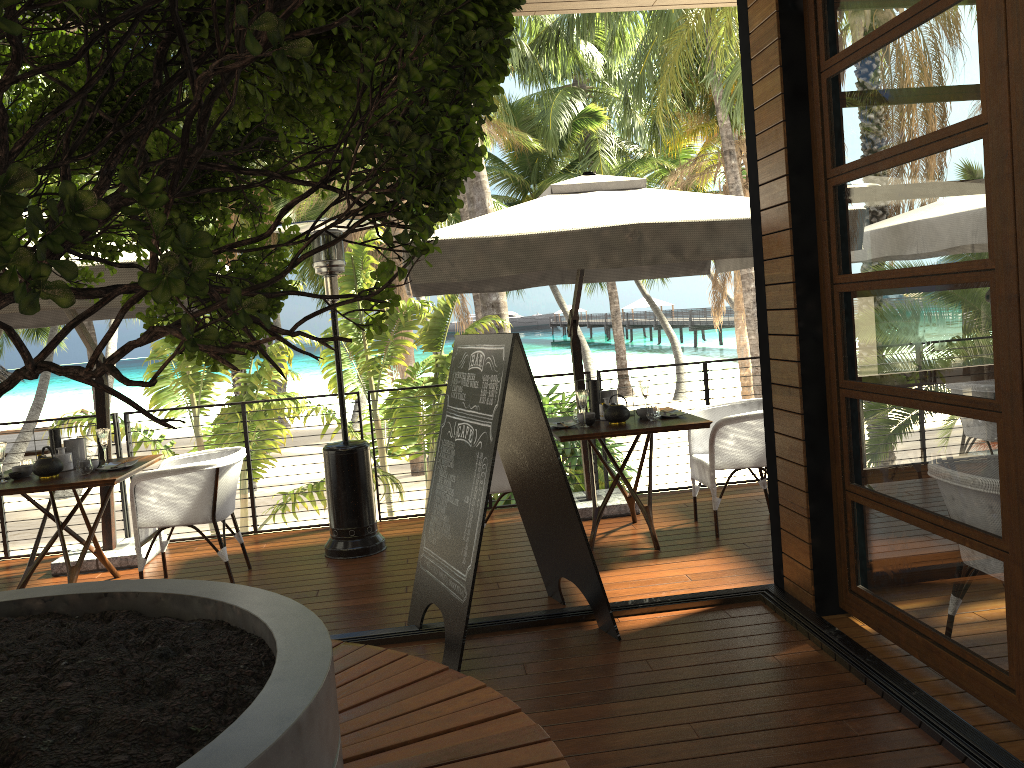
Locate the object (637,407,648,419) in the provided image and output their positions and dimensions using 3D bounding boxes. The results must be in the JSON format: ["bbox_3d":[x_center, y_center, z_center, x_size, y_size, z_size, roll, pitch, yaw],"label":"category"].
[{"bbox_3d":[0.847,0.187,5.595,0.116,0.065,0.116,-5,4,-2],"label":"object"}]

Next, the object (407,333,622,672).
[{"bbox_3d":[-0.070,0.463,4.089,0.772,1.395,0.769,-6,4,-22],"label":"object"}]

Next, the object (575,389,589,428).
[{"bbox_3d":[0.436,0.150,5.409,0.082,0.227,0.082,-5,3,-5],"label":"object"}]

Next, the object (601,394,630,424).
[{"bbox_3d":[0.649,0.152,5.508,0.163,0.178,0.168,-5,4,-8],"label":"object"}]

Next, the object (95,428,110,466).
[{"bbox_3d":[-2.483,0.385,5.404,0.082,0.227,0.082,-5,3,-5],"label":"object"}]

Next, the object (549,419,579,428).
[{"bbox_3d":[0.319,0.255,5.520,0.170,0.025,0.295,-5,4,-6],"label":"object"}]

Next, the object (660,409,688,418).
[{"bbox_3d":[1.000,0.190,5.660,0.170,0.025,0.295,-5,4,-6],"label":"object"}]

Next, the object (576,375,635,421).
[{"bbox_3d":[0.613,0.090,5.802,0.263,0.263,0.264,-1,5,39],"label":"object"}]

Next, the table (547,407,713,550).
[{"bbox_3d":[0.705,0.603,5.650,0.932,0.748,0.932,-5,4,-6],"label":"table"}]

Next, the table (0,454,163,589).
[{"bbox_3d":[-2.651,0.900,5.295,0.932,0.748,0.932,-5,4,-6],"label":"table"}]

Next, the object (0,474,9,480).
[{"bbox_3d":[-3.030,0.552,5.166,0.170,0.025,0.295,-5,4,-6],"label":"object"}]

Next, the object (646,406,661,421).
[{"bbox_3d":[0.875,0.182,5.487,0.086,0.086,0.086,-5,4,-1],"label":"object"}]

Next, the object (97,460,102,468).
[{"bbox_3d":[-2.513,0.488,5.341,0.080,0.042,0.080,0,6,45],"label":"object"}]

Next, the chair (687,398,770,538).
[{"bbox_3d":[1.503,0.516,5.704,0.617,0.787,0.628,-5,4,-5],"label":"chair"}]

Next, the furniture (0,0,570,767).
[{"bbox_3d":[-1.242,0.115,1.475,2.722,2.719,2.569,-8,5,-41],"label":"furniture"}]

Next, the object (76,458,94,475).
[{"bbox_3d":[-2.473,0.479,5.133,0.086,0.086,0.086,-5,4,-1],"label":"object"}]

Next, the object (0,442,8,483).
[{"bbox_3d":[-2.913,0.447,5.055,0.082,0.227,0.082,-6,4,-17],"label":"object"}]

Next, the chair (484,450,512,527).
[{"bbox_3d":[-0.040,0.651,5.565,0.617,0.787,0.628,-5,4,-5],"label":"chair"}]

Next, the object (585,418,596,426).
[{"bbox_3d":[0.480,0.236,5.486,0.080,0.042,0.080,-6,4,-15],"label":"object"}]

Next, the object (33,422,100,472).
[{"bbox_3d":[-2.736,0.387,5.448,0.263,0.263,0.264,-1,5,39],"label":"object"}]

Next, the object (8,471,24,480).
[{"bbox_3d":[-2.868,0.533,5.132,0.080,0.042,0.080,0,6,45],"label":"object"}]

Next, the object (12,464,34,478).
[{"bbox_3d":[-2.881,0.515,5.229,0.116,0.065,0.116,-5,4,-8],"label":"object"}]

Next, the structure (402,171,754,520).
[{"bbox_3d":[0.577,-0.180,5.676,2.414,2.330,2.416,-5,4,-6],"label":"structure"}]

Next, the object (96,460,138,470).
[{"bbox_3d":[-2.349,0.486,5.306,0.170,0.025,0.295,-5,4,-6],"label":"object"}]

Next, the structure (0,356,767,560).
[{"bbox_3d":[-7.145,1.166,6.008,26.271,1.152,0.163,-5,3,-6],"label":"structure"}]

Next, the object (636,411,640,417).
[{"bbox_3d":[0.836,0.191,5.695,0.080,0.042,0.080,-6,4,-15],"label":"object"}]

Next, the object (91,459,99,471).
[{"bbox_3d":[-2.501,0.484,5.241,0.116,0.065,0.116,-5,4,-8],"label":"object"}]

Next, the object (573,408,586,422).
[{"bbox_3d":[0.434,0.202,5.689,0.086,0.086,0.086,-5,4,-1],"label":"object"}]

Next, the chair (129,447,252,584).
[{"bbox_3d":[-1.896,0.817,5.344,0.617,0.787,0.628,-5,4,-5],"label":"chair"}]

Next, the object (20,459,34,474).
[{"bbox_3d":[-2.914,0.499,5.335,0.086,0.086,0.086,-5,4,-1],"label":"object"}]

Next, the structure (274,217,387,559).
[{"bbox_3d":[-1.120,0.011,5.795,0.700,2.190,0.700,-6,4,-18],"label":"structure"}]

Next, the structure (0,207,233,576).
[{"bbox_3d":[-2.769,0.116,5.322,2.414,2.330,2.416,-5,4,-6],"label":"structure"}]

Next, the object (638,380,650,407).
[{"bbox_3d":[0.866,0.088,5.759,0.082,0.227,0.082,-5,3,-5],"label":"object"}]

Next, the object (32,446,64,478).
[{"bbox_3d":[-2.702,0.449,5.151,0.168,0.178,0.163,-5,4,-4],"label":"object"}]

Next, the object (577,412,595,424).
[{"bbox_3d":[0.467,0.218,5.583,0.116,0.065,0.116,-5,4,-2],"label":"object"}]
